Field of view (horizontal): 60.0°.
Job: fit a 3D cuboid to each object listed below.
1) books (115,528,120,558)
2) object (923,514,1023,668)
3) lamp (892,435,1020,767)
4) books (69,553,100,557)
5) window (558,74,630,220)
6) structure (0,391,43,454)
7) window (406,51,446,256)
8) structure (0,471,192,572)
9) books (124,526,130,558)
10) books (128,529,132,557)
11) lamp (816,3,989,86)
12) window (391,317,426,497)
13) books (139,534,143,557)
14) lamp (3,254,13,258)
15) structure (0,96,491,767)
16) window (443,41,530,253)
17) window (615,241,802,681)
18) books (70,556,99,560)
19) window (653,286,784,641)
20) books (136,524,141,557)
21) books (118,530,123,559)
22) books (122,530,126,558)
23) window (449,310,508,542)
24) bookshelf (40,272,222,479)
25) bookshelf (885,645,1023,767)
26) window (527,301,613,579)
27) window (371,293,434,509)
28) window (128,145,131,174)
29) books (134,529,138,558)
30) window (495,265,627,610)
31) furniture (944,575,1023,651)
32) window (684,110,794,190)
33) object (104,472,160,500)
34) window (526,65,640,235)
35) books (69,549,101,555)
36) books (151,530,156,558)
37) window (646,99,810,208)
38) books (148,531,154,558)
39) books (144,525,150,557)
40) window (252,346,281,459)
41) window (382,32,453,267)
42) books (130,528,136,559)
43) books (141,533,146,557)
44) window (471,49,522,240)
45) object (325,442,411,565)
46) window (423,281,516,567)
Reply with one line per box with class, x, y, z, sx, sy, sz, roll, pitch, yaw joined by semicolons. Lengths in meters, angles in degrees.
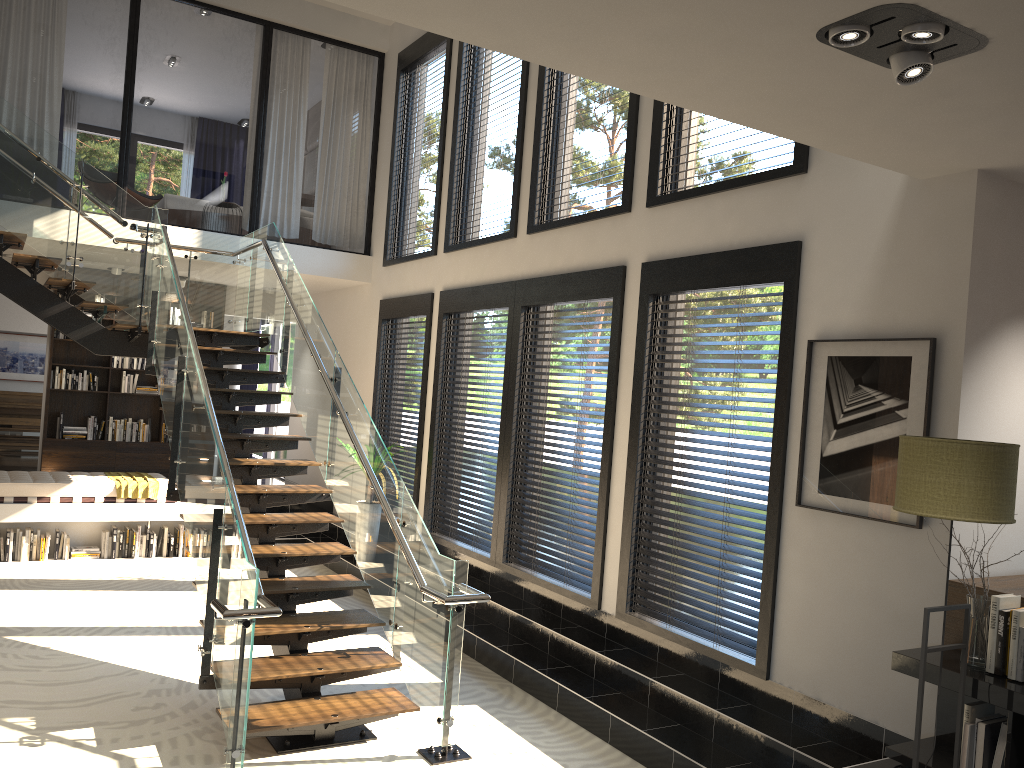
books;-4.066;1.632;9.114;0.031;0.284;0.176;4;0;-31
object;1.942;0.816;3.771;0.406;0.744;0.608;4;0;19
lamp;1.697;0.940;3.598;0.437;1.445;0.637;4;0;-5
books;-4.322;1.719;8.964;0.261;0.024;0.167;5;-1;-34
window;0.786;-2.464;7.035;0.005;2.297;1.220;4;0;-31
structure;-7.781;0.606;14.129;6.279;0.982;0.885;5;0;-31
window;-0.836;-2.554;9.781;0.005;2.297;1.220;4;0;-31
structure;-4.669;0.174;9.116;3.783;3.245;1.148;4;0;-31
books;-3.980;1.629;9.148;0.035;0.305;0.151;4;0;-31
books;-3.972;1.647;9.193;0.026;0.270;0.128;4;0;-31
lamp;1.224;-1.118;2.781;0.502;0.231;0.349;5;0;-31
window;-1.047;0.297;9.788;0.005;2.297;1.220;4;0;-31
books;-3.875;1.677;9.236;0.026;0.226;0.132;4;0;-31
lamp;-5.986;-1.585;10.606;0.195;0.158;0.346;4;-1;-31
structure;-2.655;-0.119;5.891;3.449;4.868;7.276;4;0;-31
window;-0.090;-2.514;8.379;0.358;2.475;1.392;4;0;-31
window;1.315;0.423;5.649;0.358;2.475;1.392;4;0;-31
books;-4.323;1.743;8.964;0.257;0.024;0.167;5;-1;-31
window;1.380;0.428;5.678;0.005;2.297;1.220;4;0;-31
books;-3.890;1.625;9.215;0.029;0.326;0.153;4;0;-31
books;-4.028;1.643;9.107;0.029;0.268;0.173;4;0;-31
books;-4.007;1.645;9.129;0.029;0.268;0.146;4;0;-31
window;-0.215;0.339;8.380;0.005;2.297;1.312;4;0;-31
bookshelf;-4.966;-0.084;11.730;2.091;2.682;0.273;4;0;-31
bookshelf;2.131;1.450;3.414;0.356;0.500;1.303;4;0;-31
window;0.545;0.381;7.093;0.005;2.297;1.312;4;0;-31
window;-1.112;0.291;9.759;0.358;2.475;1.392;4;0;-31
window;-6.419;-2.999;14.632;3.525;2.312;0.184;4;0;-31
books;-3.906;1.652;9.184;0.027;0.270;0.187;4;0;-31
window;0.479;0.376;7.064;0.358;2.475;1.498;4;0;-31
furniture;3.450;1.387;4.171;2.610;0.822;1.364;5;-1;-31
window;1.592;-2.419;5.671;0.005;2.297;1.220;4;0;-31
object;-4.109;1.227;9.508;0.466;0.510;1.166;4;-1;-31
window;0.721;-2.469;7.005;0.358;2.475;1.392;4;0;-31
books;-4.322;1.694;8.968;0.274;0.025;0.156;5;-1;-34
books;-3.752;1.671;9.264;0.019;0.256;0.186;4;0;-31
window;1.527;-2.425;5.641;0.358;2.475;1.392;4;0;-31
books;-3.776;1.671;9.249;0.036;0.253;0.177;4;0;-31
books;-3.811;1.636;9.246;0.033;0.318;0.152;4;0;-31
window;-3.916;0.136;14.453;0.184;2.476;2.980;4;0;-31
window;-0.901;-2.559;9.752;0.358;2.475;1.392;4;0;-31
books;-3.918;1.643;9.152;0.026;0.287;0.204;4;0;-31
books;-3.842;1.677;9.234;0.028;0.231;0.158;4;0;-31
window;-0.025;-2.509;8.408;0.005;2.297;1.220;4;0;-31
object;-1.467;1.181;9.056;0.877;1.338;0.830;4;0;-42
window;-0.281;0.334;8.351;0.358;2.475;1.498;4;0;-31
